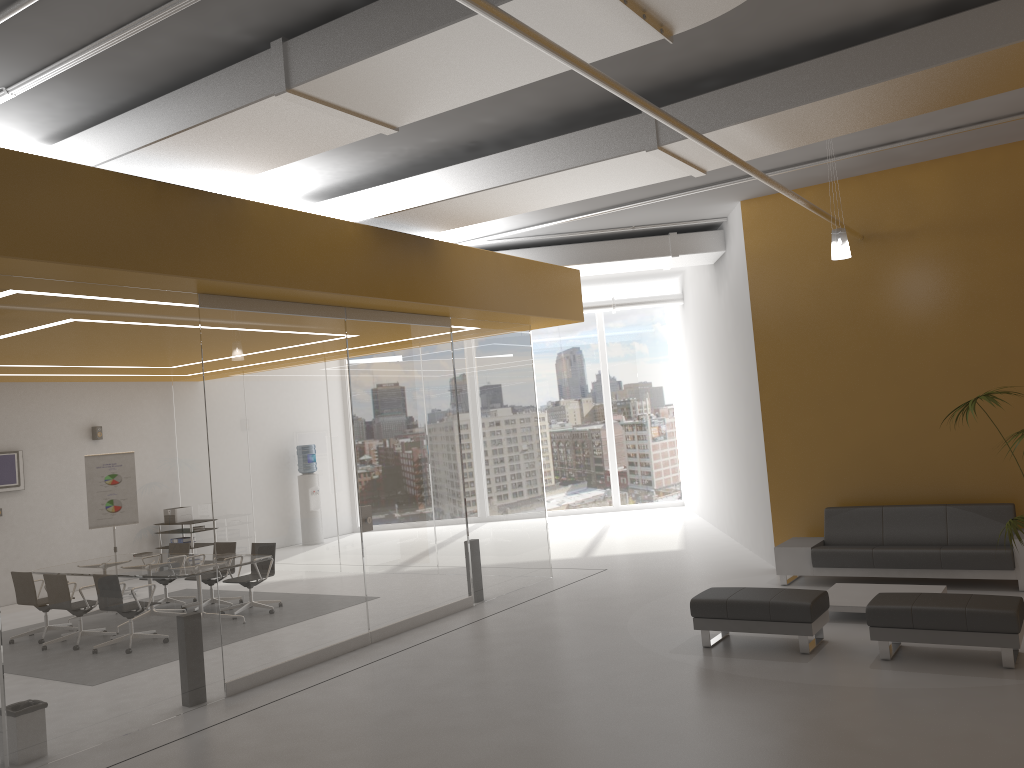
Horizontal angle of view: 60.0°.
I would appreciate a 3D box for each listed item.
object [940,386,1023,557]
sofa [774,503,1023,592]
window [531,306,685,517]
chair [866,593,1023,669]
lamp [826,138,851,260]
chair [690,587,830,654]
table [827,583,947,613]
[{"bbox_3d":[4.130,0.988,7.112,0.912,1.956,1.222,-4,-3,-16],"label":"object"},{"bbox_3d":[4.064,1.703,9.338,2.400,0.761,0.860,-7,-3,33],"label":"sofa"},{"bbox_3d":[0.631,0.593,19.020,8.533,4.498,0.100,-5,-3,3],"label":"window"},{"bbox_3d":[3.230,1.810,6.596,1.012,0.423,0.575,-7,-3,33],"label":"chair"},{"bbox_3d":[3.020,-1.782,8.298,0.174,1.227,0.174,-4,-3,-16],"label":"lamp"},{"bbox_3d":[2.069,1.948,7.381,1.012,0.423,0.575,-7,-3,33],"label":"chair"},{"bbox_3d":[3.377,2.010,8.136,1.000,0.150,1.000,-7,-3,33],"label":"table"}]
